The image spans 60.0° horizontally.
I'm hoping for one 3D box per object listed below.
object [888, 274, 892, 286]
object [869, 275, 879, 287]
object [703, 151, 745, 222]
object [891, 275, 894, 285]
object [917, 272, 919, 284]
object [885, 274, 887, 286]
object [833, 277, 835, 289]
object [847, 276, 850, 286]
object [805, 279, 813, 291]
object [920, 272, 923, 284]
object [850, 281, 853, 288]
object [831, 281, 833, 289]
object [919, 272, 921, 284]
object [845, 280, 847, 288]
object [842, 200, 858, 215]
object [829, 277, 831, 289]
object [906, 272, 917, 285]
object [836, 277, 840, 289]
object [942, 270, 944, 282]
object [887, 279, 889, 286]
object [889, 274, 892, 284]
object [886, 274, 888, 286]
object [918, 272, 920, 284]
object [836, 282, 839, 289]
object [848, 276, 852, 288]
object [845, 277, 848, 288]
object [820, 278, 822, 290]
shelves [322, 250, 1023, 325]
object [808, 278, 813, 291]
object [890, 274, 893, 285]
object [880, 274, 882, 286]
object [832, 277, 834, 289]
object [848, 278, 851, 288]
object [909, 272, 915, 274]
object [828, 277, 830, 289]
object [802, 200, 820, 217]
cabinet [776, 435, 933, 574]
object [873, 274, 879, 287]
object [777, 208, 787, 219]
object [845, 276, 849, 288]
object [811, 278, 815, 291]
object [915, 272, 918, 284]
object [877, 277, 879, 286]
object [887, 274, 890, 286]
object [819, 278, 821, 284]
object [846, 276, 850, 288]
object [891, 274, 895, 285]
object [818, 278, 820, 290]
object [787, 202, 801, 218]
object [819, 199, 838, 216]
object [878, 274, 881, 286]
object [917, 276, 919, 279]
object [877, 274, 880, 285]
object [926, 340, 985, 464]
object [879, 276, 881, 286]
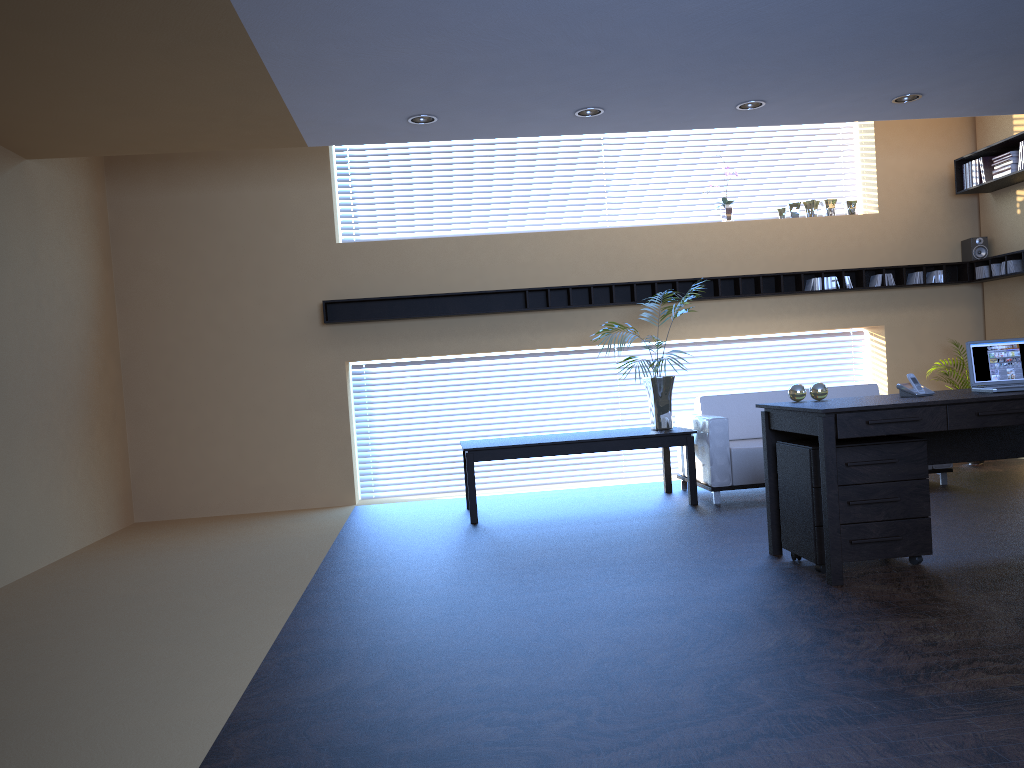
[{"bbox_3d":[3.766,-1.043,8.917,0.030,0.120,0.142,-4,1,-5],"label":"object"},{"bbox_3d":[3.635,-1.032,8.909,0.040,0.118,0.142,-4,1,-5],"label":"object"},{"bbox_3d":[2.188,-1.976,8.943,0.437,0.696,0.351,-5,2,-26],"label":"object"},{"bbox_3d":[3.787,-1.044,8.918,0.026,0.118,0.140,-4,1,-5],"label":"object"},{"bbox_3d":[4.058,-1.063,8.943,0.026,0.118,0.140,-4,1,-5],"label":"object"},{"bbox_3d":[3.725,-1.040,8.916,0.006,0.118,0.140,-4,1,-6],"label":"object"},{"bbox_3d":[3.187,-1.002,8.867,0.009,0.120,0.142,-4,1,-5],"label":"object"},{"bbox_3d":[3.345,-1.013,8.888,0.030,0.120,0.142,-4,1,-6],"label":"object"},{"bbox_3d":[2.965,-0.985,8.850,0.040,0.118,0.142,-4,1,-5],"label":"object"},{"bbox_3d":[4.099,-1.066,8.949,0.009,0.120,0.142,-4,1,-5],"label":"object"},{"bbox_3d":[3.361,-1.013,8.884,0.036,0.116,0.140,-4,1,-5],"label":"object"},{"bbox_3d":[3.167,-1.001,8.867,0.009,0.120,0.142,-4,1,-5],"label":"object"},{"bbox_3d":[4.079,-1.064,8.944,0.030,0.120,0.142,-4,1,-5],"label":"object"},{"bbox_3d":[3.315,-1.011,8.879,0.030,0.120,0.142,-4,1,-5],"label":"object"},{"bbox_3d":[3.455,-1.790,9.060,0.124,0.149,0.117,-4,2,-5],"label":"object"},{"bbox_3d":[3.147,-1.000,8.861,0.009,0.120,0.142,-4,1,-5],"label":"object"},{"bbox_3d":[4.033,-1.060,8.946,0.040,0.118,0.142,-4,1,-5],"label":"object"},{"bbox_3d":[3.231,-1.004,8.875,0.040,0.118,0.142,-4,1,-5],"label":"object"},{"bbox_3d":[4.319,-1.082,8.970,0.009,0.120,0.142,-4,1,-5],"label":"object"},{"bbox_3d":[3.755,-1.042,8.923,0.030,0.124,0.142,-4,1,-6],"label":"object"},{"bbox_3d":[3.776,-1.043,8.921,0.030,0.120,0.142,-4,1,-5],"label":"object"},{"bbox_3d":[3.735,-1.041,8.918,0.009,0.120,0.142,-4,1,-5],"label":"object"},{"bbox_3d":[4.068,-1.064,8.946,0.030,0.120,0.142,-4,1,-5],"label":"object"},{"bbox_3d":[3.231,-1.004,8.878,0.041,0.122,0.142,-4,1,-5],"label":"object"},{"bbox_3d":[3.360,-1.013,8.886,0.040,0.118,0.142,-4,1,-5],"label":"object"},{"bbox_3d":[3.315,-1.011,8.877,0.026,0.118,0.140,-4,1,-5],"label":"object"},{"bbox_3d":[3.059,-0.993,8.861,0.006,0.118,0.140,-4,1,-5],"label":"object"},{"bbox_3d":[1.551,-0.906,8.211,6.621,0.213,1.248,-4,1,-5],"label":"shelves"},{"bbox_3d":[2.965,-0.985,8.854,0.041,0.122,0.142,-4,1,-6],"label":"object"},{"bbox_3d":[3.786,-1.044,8.923,0.030,0.120,0.142,-4,1,-5],"label":"object"},{"bbox_3d":[3.680,-1.037,8.919,0.030,0.120,0.142,-4,1,-5],"label":"object"},{"bbox_3d":[3.177,-1.002,8.868,0.009,0.120,0.142,-4,1,-5],"label":"object"},{"bbox_3d":[3.346,-1.013,8.886,0.026,0.118,0.140,-4,1,-6],"label":"object"},{"bbox_3d":[4.033,-1.060,8.948,0.041,0.122,0.142,-4,1,-5],"label":"object"},{"bbox_3d":[3.136,-0.999,8.862,0.009,0.120,0.142,-4,1,-5],"label":"object"},{"bbox_3d":[3.049,-1.774,9.027,0.144,0.174,0.137,-6,2,-45],"label":"object"},{"bbox_3d":[1.873,0.646,4.869,0.634,0.680,0.500,-4,2,-5],"label":"cabinet"},{"bbox_3d":[3.635,-1.032,8.911,0.041,0.122,0.142,-4,1,-5],"label":"object"},{"bbox_3d":[2.743,-1.722,8.998,0.090,0.114,0.094,-3,2,30],"label":"object"},{"bbox_3d":[3.325,-1.012,8.880,0.030,0.120,0.142,-4,1,-5],"label":"object"},{"bbox_3d":[2.989,-0.989,8.851,0.009,0.120,0.142,-4,1,-5],"label":"object"},{"bbox_3d":[4.047,-1.062,8.949,0.030,0.120,0.142,-4,1,-6],"label":"object"},{"bbox_3d":[3.649,-1.035,8.913,0.026,0.118,0.140,-4,1,-5],"label":"object"},{"bbox_3d":[3.756,-1.042,8.919,0.030,0.120,0.142,-4,1,-5],"label":"object"},{"bbox_3d":[3.050,-0.993,8.861,0.009,0.120,0.142,-4,1,-5],"label":"object"},{"bbox_3d":[3.335,-1.012,8.884,0.030,0.120,0.142,-4,1,-5],"label":"object"},{"bbox_3d":[3.801,-1.044,8.925,0.040,0.118,0.142,-4,1,-5],"label":"object"},{"bbox_3d":[3.039,-0.992,8.863,0.009,0.120,0.142,-4,1,-6],"label":"object"},{"bbox_3d":[2.872,-1.755,9.008,0.133,0.160,0.126,-4,2,15],"label":"object"},{"bbox_3d":[3.227,-1.787,9.039,0.144,0.174,0.137,-4,2,-15],"label":"object"},{"bbox_3d":[3.660,-1.035,8.914,0.030,0.120,0.142,-4,1,-5],"label":"object"},{"bbox_3d":[4.058,-1.063,8.947,0.030,0.120,0.142,-4,1,-5],"label":"object"},{"bbox_3d":[3.649,-1.034,8.915,0.030,0.120,0.142,-4,1,-5],"label":"object"},{"bbox_3d":[4.455,0.150,8.485,0.841,1.242,0.688,-3,2,28],"label":"object"},{"bbox_3d":[3.669,-1.036,8.917,0.026,0.118,0.140,-4,1,-5],"label":"object"}]
